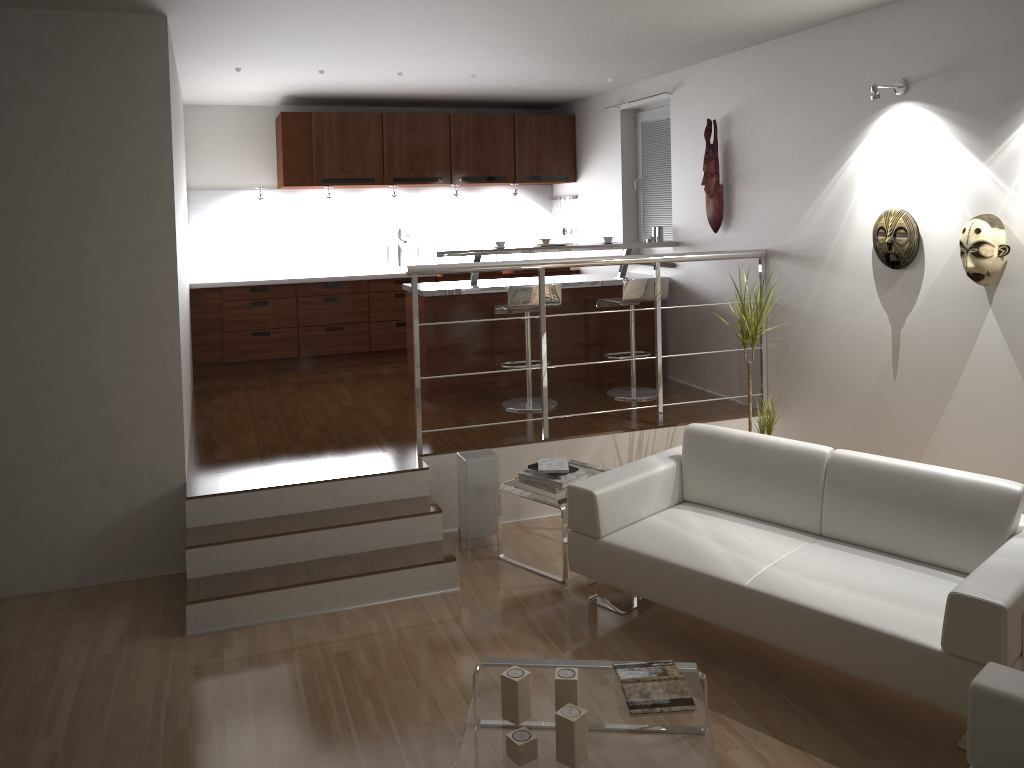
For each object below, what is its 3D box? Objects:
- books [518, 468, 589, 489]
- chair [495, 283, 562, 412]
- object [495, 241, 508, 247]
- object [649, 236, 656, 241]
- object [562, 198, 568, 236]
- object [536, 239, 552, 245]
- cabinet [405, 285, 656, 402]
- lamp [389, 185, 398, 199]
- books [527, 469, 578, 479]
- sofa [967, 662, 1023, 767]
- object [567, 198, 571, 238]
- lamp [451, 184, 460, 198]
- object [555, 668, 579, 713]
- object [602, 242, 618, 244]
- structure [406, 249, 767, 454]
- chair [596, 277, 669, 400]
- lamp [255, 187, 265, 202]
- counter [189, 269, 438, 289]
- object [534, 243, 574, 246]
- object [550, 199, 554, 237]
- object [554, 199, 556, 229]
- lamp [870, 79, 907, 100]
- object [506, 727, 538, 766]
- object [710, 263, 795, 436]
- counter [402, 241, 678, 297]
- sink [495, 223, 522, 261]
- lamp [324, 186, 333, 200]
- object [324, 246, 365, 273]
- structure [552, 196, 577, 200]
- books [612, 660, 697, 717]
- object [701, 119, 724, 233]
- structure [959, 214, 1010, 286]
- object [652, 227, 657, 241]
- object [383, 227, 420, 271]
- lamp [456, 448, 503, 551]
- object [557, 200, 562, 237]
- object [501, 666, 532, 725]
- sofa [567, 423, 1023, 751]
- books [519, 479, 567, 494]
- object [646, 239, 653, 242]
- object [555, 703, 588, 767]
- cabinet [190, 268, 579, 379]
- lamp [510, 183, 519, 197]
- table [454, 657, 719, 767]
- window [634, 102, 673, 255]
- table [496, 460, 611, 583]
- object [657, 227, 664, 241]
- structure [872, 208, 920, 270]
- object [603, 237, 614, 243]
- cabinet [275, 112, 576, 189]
[{"bbox_3d":[0.210,0.462,4.453,0.289,0.027,0.230,8,15,40],"label":"books"},{"bbox_3d":[0.115,-0.272,5.971,0.389,0.839,0.429,-3,4,-15],"label":"chair"},{"bbox_3d":[-0.078,-0.989,6.208,0.079,0.045,0.068,3,9,25],"label":"object"},{"bbox_3d":[1.074,-1.112,6.698,0.051,0.045,0.051,2,8,28],"label":"object"},{"bbox_3d":[0.524,-1.629,8.547,0.043,0.361,0.091,-2,3,-20],"label":"object"},{"bbox_3d":[0.253,-1.042,6.420,0.140,0.041,0.131,-5,11,-17],"label":"object"},{"bbox_3d":[0.164,-0.384,6.763,1.853,0.743,0.641,-5,7,-19],"label":"cabinet"},{"bbox_3d":[-1.068,-1.731,7.907,0.080,0.123,0.081,0,5,20],"label":"lamp"},{"bbox_3d":[0.209,0.441,4.452,0.218,0.014,0.153,8,15,40],"label":"books"},{"bbox_3d":[0.951,1.124,1.388,1.801,0.730,0.912,-11,12,-44],"label":"sofa"},{"bbox_3d":[0.544,-1.597,8.423,0.024,0.378,0.072,-2,3,-19],"label":"object"},{"bbox_3d":[-0.521,-1.784,8.099,0.080,0.123,0.081,0,5,20],"label":"lamp"},{"bbox_3d":[0.162,0.932,2.569,0.067,0.194,0.068,-1,3,6],"label":"object"},{"bbox_3d":[0.709,-1.050,6.524,0.131,0.008,0.141,-11,15,-39],"label":"object"},{"bbox_3d":[0.526,-0.237,5.229,2.330,1.042,0.057,-5,3,-19],"label":"structure"},{"bbox_3d":[0.865,-0.344,6.234,0.388,0.839,0.429,-3,4,-24],"label":"chair"},{"bbox_3d":[-2.162,-1.627,7.524,0.080,0.123,0.081,0,5,20],"label":"lamp"},{"bbox_3d":[-1.771,-0.957,7.855,2.108,0.039,0.691,-5,12,-19],"label":"counter"},{"bbox_3d":[0.309,-1.026,6.449,0.310,0.010,0.221,-5,12,-17],"label":"object"},{"bbox_3d":[0.399,-1.672,8.822,0.033,0.378,0.065,-2,3,-19],"label":"object"},{"bbox_3d":[0.434,-1.663,8.761,0.008,0.374,0.033,-2,2,-19],"label":"object"},{"bbox_3d":[1.888,-1.485,4.415,0.191,0.107,0.081,-5,6,-19],"label":"lamp"},{"bbox_3d":[0.028,1.016,2.472,0.067,0.073,0.068,-6,8,-34],"label":"object"},{"bbox_3d":[1.322,0.058,4.859,0.502,1.459,0.444,-2,3,-6],"label":"object"},{"bbox_3d":[0.278,-0.912,6.710,2.108,0.314,0.851,-5,11,-19],"label":"counter"},{"bbox_3d":[0.166,-1.284,8.543,0.673,0.573,0.608,-4,8,-19],"label":"sink"},{"bbox_3d":[-1.615,-1.679,7.716,0.080,0.123,0.081,0,5,20],"label":"lamp"},{"bbox_3d":[-1.557,-1.165,8.158,0.370,0.238,0.157,-4,6,-19],"label":"object"},{"bbox_3d":[0.501,-1.832,8.626,0.049,0.033,0.606,-4,12,-19],"label":"structure"},{"bbox_3d":[0.443,0.955,2.764,0.203,0.055,0.297,-2,11,-4],"label":"books"},{"bbox_3d":[1.388,-1.428,6.016,0.151,0.782,0.152,0,3,26],"label":"object"},{"bbox_3d":[2.105,-0.605,3.963,0.130,0.325,0.245,-3,6,-18],"label":"structure"},{"bbox_3d":[1.106,-1.155,6.749,0.053,0.108,0.053,-4,5,-35],"label":"object"},{"bbox_3d":[-1.039,-1.285,8.288,0.330,0.401,0.165,-4,4,-19],"label":"object"},{"bbox_3d":[-0.178,0.617,4.733,0.193,0.476,0.200,-3,4,-19],"label":"lamp"},{"bbox_3d":[0.467,-1.641,8.646,0.020,0.374,0.107,-2,3,-19],"label":"object"},{"bbox_3d":[0.013,0.940,2.663,0.067,0.149,0.067,2,5,41],"label":"object"},{"bbox_3d":[1.178,0.686,3.556,0.915,0.730,1.794,-9,12,-43],"label":"sofa"},{"bbox_3d":[0.210,0.489,4.454,0.229,0.027,0.290,-11,14,-39],"label":"books"},{"bbox_3d":[1.055,-1.102,6.713,0.051,0.019,0.051,-4,11,-16],"label":"object"},{"bbox_3d":[0.167,0.978,2.451,0.067,0.150,0.067,2,5,41],"label":"object"},{"bbox_3d":[-1.101,-0.643,8.101,3.512,0.792,0.688,-5,7,-19],"label":"cabinet"},{"bbox_3d":[0.026,-1.836,8.291,0.080,0.123,0.081,0,5,20],"label":"lamp"},{"bbox_3d":[0.229,1.137,2.650,0.794,0.246,0.713,0,10,6],"label":"table"},{"bbox_3d":[1.222,-1.639,7.111,0.142,1.254,0.852,-2,5,-19],"label":"window"},{"bbox_3d":[0.280,0.686,4.531,0.556,0.396,0.467,-9,11,-44],"label":"table"},{"bbox_3d":[1.132,-1.147,6.697,0.053,0.110,0.053,-4,5,-35],"label":"object"},{"bbox_3d":[1.945,-0.743,4.492,0.069,0.312,0.321,-2,7,-19],"label":"structure"},{"bbox_3d":[0.719,-1.073,6.529,0.079,0.045,0.068,1,9,18],"label":"object"},{"bbox_3d":[-0.775,-2.174,8.185,2.725,0.630,0.659,-5,8,-19],"label":"cabinet"}]
